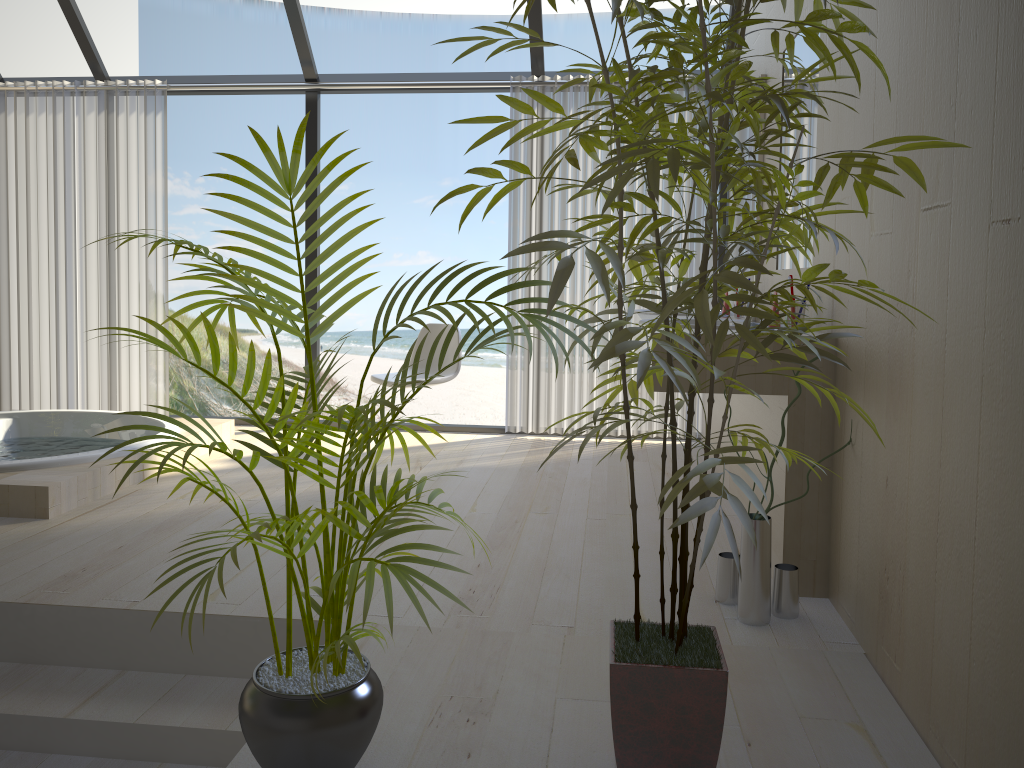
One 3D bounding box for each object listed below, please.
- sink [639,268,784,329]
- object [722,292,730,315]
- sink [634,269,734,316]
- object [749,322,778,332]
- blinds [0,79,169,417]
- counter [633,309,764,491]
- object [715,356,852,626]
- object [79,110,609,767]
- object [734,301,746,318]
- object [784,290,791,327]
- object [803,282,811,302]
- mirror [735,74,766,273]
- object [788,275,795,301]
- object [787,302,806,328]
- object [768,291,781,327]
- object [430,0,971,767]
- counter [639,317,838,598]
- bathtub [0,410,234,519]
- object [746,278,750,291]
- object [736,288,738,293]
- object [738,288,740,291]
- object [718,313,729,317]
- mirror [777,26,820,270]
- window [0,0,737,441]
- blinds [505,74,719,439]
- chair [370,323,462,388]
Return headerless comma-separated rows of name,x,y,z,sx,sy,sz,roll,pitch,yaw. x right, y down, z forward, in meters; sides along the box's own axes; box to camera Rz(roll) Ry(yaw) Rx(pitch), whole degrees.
sink,0.708,-0.229,3.167,0.504,0.418,0.576,2,6,10
object,0.970,-0.368,4.004,0.039,0.134,0.039,-2,4,-35
sink,0.844,-0.366,4.364,0.504,0.418,0.576,2,6,10
object,0.782,-0.176,2.748,0.033,0.029,0.105,-4,8,-43
blinds,-2.666,-0.821,5.471,1.183,2.063,0.084,1,3,6
counter,0.889,0.044,4.415,0.550,0.787,1.211,1,6,6
object,0.783,0.284,2.475,0.407,0.746,0.275,0,4,-6
object,-0.403,0.144,1.616,0.918,1.153,0.752,5,6,40
object,1.007,-0.339,3.911,0.058,0.100,0.059,2,4,13
object,0.910,-0.240,2.892,0.039,0.134,0.039,-2,5,-42
object,0.884,-0.242,2.704,0.054,0.174,0.012,3,4,32
mirror,1.138,-0.969,4.246,0.023,0.865,0.656,1,4,6
object,0.850,-0.242,2.691,0.050,0.177,0.012,-3,5,-44
object,0.871,-0.202,2.714,0.058,0.100,0.059,2,4,17
object,0.834,-0.231,2.807,0.039,0.134,0.039,-2,5,-42
object,0.349,-0.125,1.557,0.788,1.750,0.938,3,5,31
counter,0.753,0.181,3.218,0.550,0.787,1.211,1,6,6
bathtub,-2.553,0.337,4.247,1.821,0.696,1.655,2,6,6
object,1.020,-0.379,3.900,0.054,0.174,0.012,3,4,32
object,0.986,-0.379,3.888,0.050,0.177,0.012,-3,5,-44
object,1.046,-0.376,4.088,0.039,0.134,0.039,-2,4,-35
object,0.918,-0.313,3.945,0.033,0.029,0.105,-4,8,-43
mirror,1.048,-0.851,3.215,0.023,0.865,0.656,1,4,6
window,-1.058,-1.094,5.077,4.560,2.804,0.748,2,3,6
blinds,0.567,-0.730,5.107,1.183,2.063,0.084,1,3,6
chair,-0.511,-0.156,4.907,0.370,0.346,0.455,4,6,35
